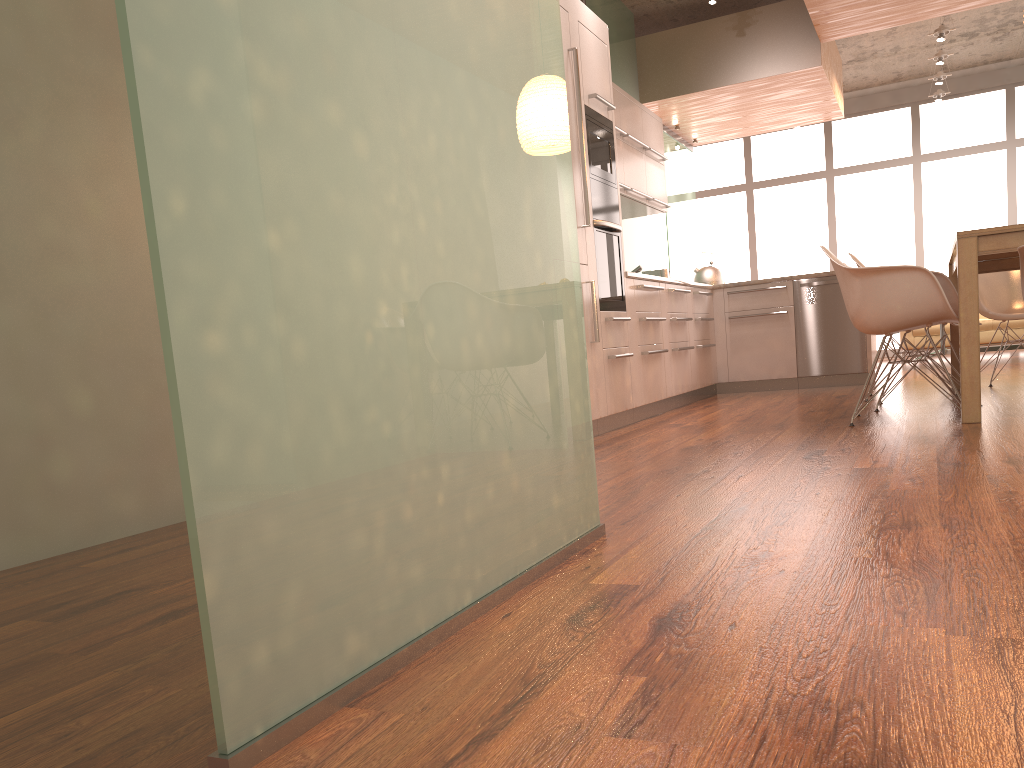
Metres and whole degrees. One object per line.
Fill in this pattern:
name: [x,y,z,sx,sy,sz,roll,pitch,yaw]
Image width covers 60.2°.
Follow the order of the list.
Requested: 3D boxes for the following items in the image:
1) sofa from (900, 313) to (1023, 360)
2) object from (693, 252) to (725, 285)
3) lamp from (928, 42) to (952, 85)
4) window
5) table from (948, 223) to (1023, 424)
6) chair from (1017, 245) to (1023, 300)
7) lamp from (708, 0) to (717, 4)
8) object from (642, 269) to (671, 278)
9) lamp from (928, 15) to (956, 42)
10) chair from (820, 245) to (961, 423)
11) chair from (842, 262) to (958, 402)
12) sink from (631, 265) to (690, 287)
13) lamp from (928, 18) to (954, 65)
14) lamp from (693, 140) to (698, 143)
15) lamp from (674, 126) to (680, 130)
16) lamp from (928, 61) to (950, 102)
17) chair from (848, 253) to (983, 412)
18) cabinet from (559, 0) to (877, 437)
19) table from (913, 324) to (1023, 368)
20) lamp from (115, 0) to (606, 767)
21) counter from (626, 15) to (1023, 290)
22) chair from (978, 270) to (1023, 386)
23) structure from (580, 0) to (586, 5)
sofa: [5.231,-0.725,9.655,1.810,0.846,0.867,-4,4,26]
object: [1.680,-0.977,7.563,0.263,0.308,0.259,-1,7,42]
lamp: [4.523,-3.424,9.338,0.198,0.488,0.132,-6,7,-7]
window: [3.258,-1.875,11.953,8.601,3.316,0.061,-4,7,26]
table: [2.807,-0.337,4.461,1.031,0.818,2.046,-3,3,26]
chair: [2.370,-0.291,3.462,0.687,0.870,0.634,-3,6,20]
lamp: [1.485,-3.076,6.558,0.153,0.476,0.102,-6,7,-7]
object: [1.283,-0.898,7.773,0.238,0.204,0.151,-3,5,26]
lamp: [3.830,-3.318,7.877,0.198,0.488,0.132,-6,7,-7]
chair: [1.824,-0.270,4.200,0.645,0.858,0.675,-3,5,20]
chair: [2.400,-0.354,5.456,0.645,0.870,0.675,-3,5,20]
sink: [1.133,-0.772,7.080,0.619,0.386,0.634,-4,4,26]
lamp: [4.177,-3.371,8.608,0.198,0.488,0.132,-6,7,-7]
lamp: [1.977,-2.857,9.577,0.103,0.476,0.151,-5,7,-2]
lamp: [1.656,-2.807,8.898,0.103,0.476,0.151,-5,7,-2]
lamp: [4.869,-3.478,10.069,0.198,0.488,0.132,-6,7,-7]
chair: [2.184,-0.314,4.785,0.645,0.870,0.675,-3,5,20]
cabinet: [1.257,-0.981,5.905,1.923,2.299,4.189,-3,4,26]
table: [4.693,-0.503,8.536,1.879,0.565,0.928,-4,3,26]
lamp: [2.158,-1.570,3.873,0.446,3.436,8.119,2,7,44]
counter: [2.061,-1.460,6.103,3.231,1.361,3.027,-4,3,26]
chair: [3.342,-0.450,5.817,0.686,0.870,0.635,-4,5,10]
structure: [0.322,-2.617,5.860,0.256,1.146,0.258,-2,8,25]
